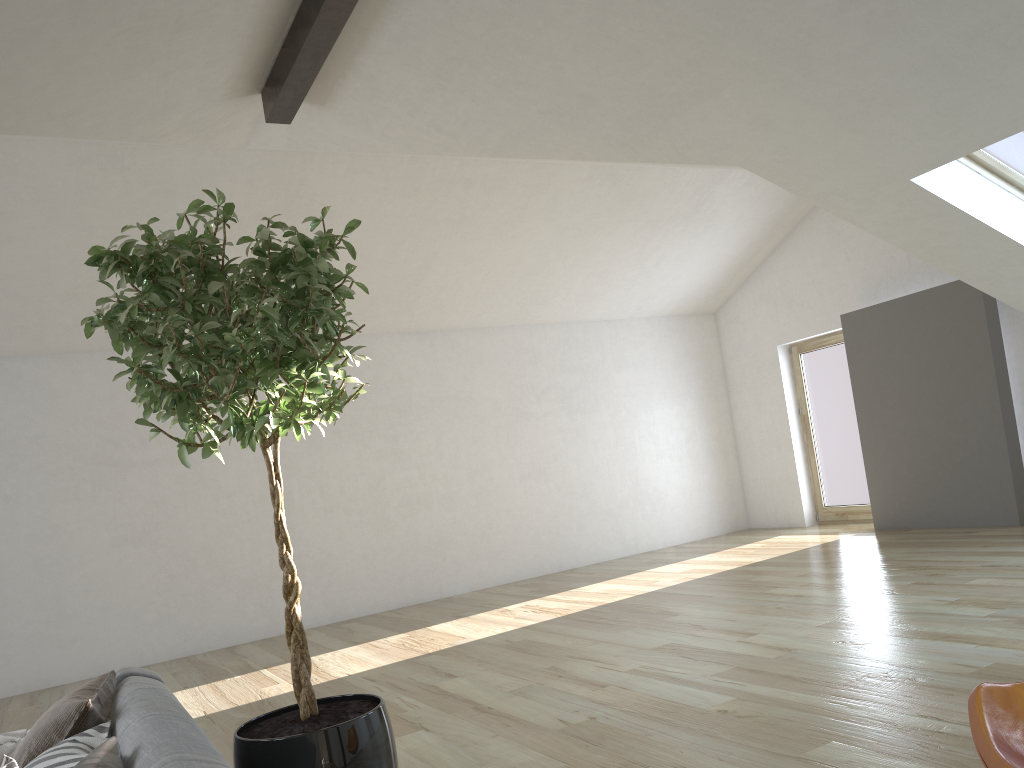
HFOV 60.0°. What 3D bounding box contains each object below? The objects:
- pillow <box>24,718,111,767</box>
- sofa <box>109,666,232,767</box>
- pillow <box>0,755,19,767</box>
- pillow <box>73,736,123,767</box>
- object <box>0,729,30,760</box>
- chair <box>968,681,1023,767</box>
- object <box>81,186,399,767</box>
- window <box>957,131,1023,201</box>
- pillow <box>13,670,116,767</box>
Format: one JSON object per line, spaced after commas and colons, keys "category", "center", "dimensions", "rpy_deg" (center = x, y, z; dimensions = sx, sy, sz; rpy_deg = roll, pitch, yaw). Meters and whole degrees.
{"category": "pillow", "center": [-1.116, 1.013, 2.108], "dimensions": [0.355, 0.282, 0.567], "rpy_deg": [-7, -5, -28]}
{"category": "sofa", "center": [-1.097, 1.158, 1.835], "dimensions": [1.016, 0.681, 2.491], "rpy_deg": [-7, -6, -28]}
{"category": "pillow", "center": [-0.953, 0.875, 1.496], "dimensions": [0.277, 0.339, 0.566], "rpy_deg": [-8, -5, -24]}
{"category": "pillow", "center": [-0.830, 0.896, 1.641], "dimensions": [0.260, 0.317, 0.650], "rpy_deg": [-8, -5, -28]}
{"category": "object", "center": [-1.727, 1.330, 2.795], "dimensions": [0.476, 0.418, 0.362], "rpy_deg": [-7, -3, -26]}
{"category": "chair", "center": [1.343, 0.757, 1.805], "dimensions": [0.695, 0.721, 0.678], "rpy_deg": [-9, -3, 1]}
{"category": "object", "center": [-0.692, 0.486, 2.499], "dimensions": [0.791, 2.016, 0.823], "rpy_deg": [-10, -2, 39]}
{"category": "window", "center": [3.483, -1.314, 5.281], "dimensions": [1.886, 0.727, 1.490], "rpy_deg": [-6, -6, -29]}
{"category": "pillow", "center": [-1.316, 1.062, 2.587], "dimensions": [0.304, 0.337, 0.590], "rpy_deg": [-8, -5, -19]}
